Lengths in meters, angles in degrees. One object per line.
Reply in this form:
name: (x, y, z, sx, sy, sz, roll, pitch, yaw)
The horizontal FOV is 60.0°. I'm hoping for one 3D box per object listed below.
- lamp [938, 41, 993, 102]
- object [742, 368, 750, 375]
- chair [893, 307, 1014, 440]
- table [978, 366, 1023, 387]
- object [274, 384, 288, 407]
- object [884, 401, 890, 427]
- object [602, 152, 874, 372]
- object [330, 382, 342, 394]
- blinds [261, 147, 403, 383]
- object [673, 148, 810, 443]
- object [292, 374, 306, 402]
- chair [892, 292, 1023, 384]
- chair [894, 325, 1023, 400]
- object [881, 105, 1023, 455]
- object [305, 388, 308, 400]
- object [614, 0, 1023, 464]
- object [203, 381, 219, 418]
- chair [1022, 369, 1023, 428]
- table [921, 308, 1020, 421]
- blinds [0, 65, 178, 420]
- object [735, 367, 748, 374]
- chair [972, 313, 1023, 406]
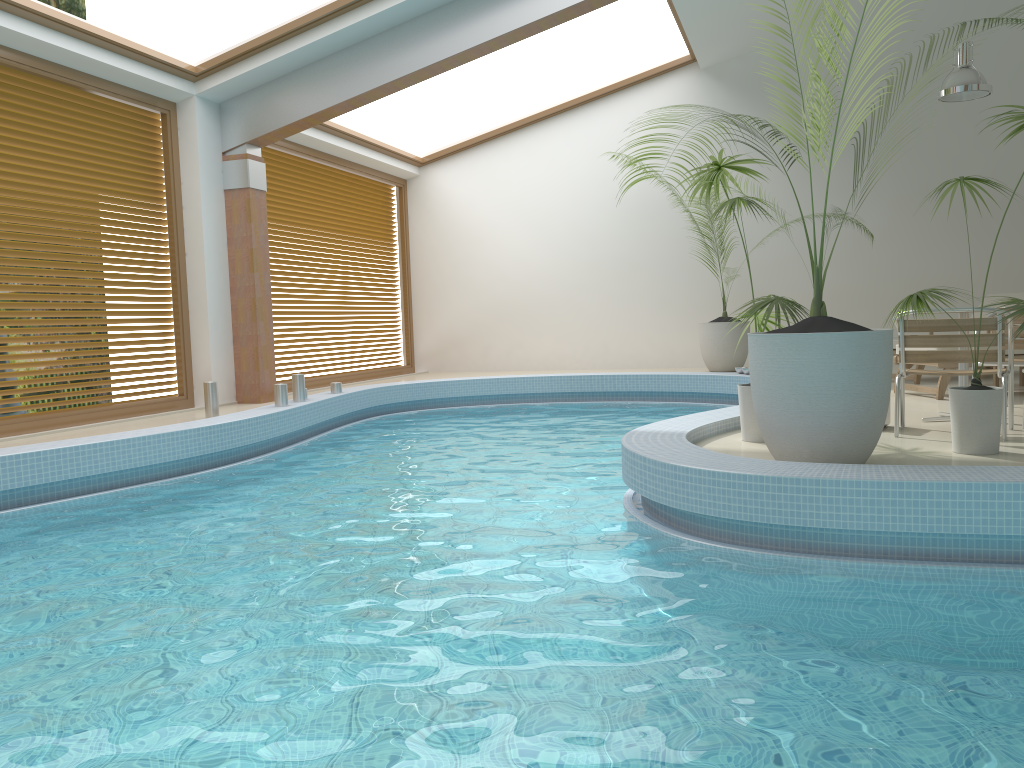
lamp: (4.680, -3.970, 9.165, 0.506, 1.958, 0.505, -1, 4, 18)
object: (2.581, -0.138, 9.679, 0.140, 0.069, 0.140, -3, 4, -13)
chair: (2.573, -0.082, 5.181, 0.618, 0.727, 0.563, 0, 5, 31)
table: (4.480, -0.114, 8.144, 0.283, 0.255, 0.320, -2, 4, -3)
object: (-2.021, 0.098, 7.762, 0.115, 0.194, 0.115, -4, 5, -31)
object: (2.274, 0.165, 5.518, 0.081, 0.223, 0.272, 1, 5, 38)
object: (2.869, -1.641, 11.376, 2.979, 2.960, 2.729, -3, 4, -17)
object: (-1.804, 0.040, 9.107, 0.115, 0.107, 0.115, -4, 4, -23)
blinds: (-2.503, -1.480, 11.929, 0.095, 2.921, 4.414, -1, 4, 18)
object: (1.357, -0.517, 5.196, 0.791, 1.695, 1.059, -2, 4, 5)
object: (-1.968, 0.036, 8.188, 0.115, 0.254, 0.115, -4, 5, -31)
chair: (4.668, -0.501, 9.202, 1.903, 0.866, 0.861, -3, 4, -20)
chair: (4.308, -0.366, 7.456, 1.903, 0.866, 0.861, -2, 4, -3)
object: (2.409, -0.503, 4.439, 0.791, 1.695, 1.059, -5, 5, -36)
object: (-2.003, 0.094, 8.429, 0.115, 0.107, 0.115, -4, 4, -23)
object: (1.472, -1.104, 4.381, 2.979, 2.960, 2.729, 1, 5, 35)
object: (-2.598, 0.142, 7.668, 0.115, 0.320, 0.115, -4, 4, -23)
chair: (3.396, -0.112, 5.191, 0.618, 0.727, 0.563, -4, 5, -29)
table: (2.930, -0.124, 5.754, 0.700, 0.720, 0.700, 1, 5, 37)
blinds: (-4.115, -1.080, 7.014, 0.095, 2.921, 4.200, -1, 4, 18)
object: (2.551, -0.150, 9.860, 0.140, 0.069, 0.140, -3, 4, -13)
chair: (3.550, -0.177, 6.050, 0.563, 0.727, 0.618, -5, 5, -39)
